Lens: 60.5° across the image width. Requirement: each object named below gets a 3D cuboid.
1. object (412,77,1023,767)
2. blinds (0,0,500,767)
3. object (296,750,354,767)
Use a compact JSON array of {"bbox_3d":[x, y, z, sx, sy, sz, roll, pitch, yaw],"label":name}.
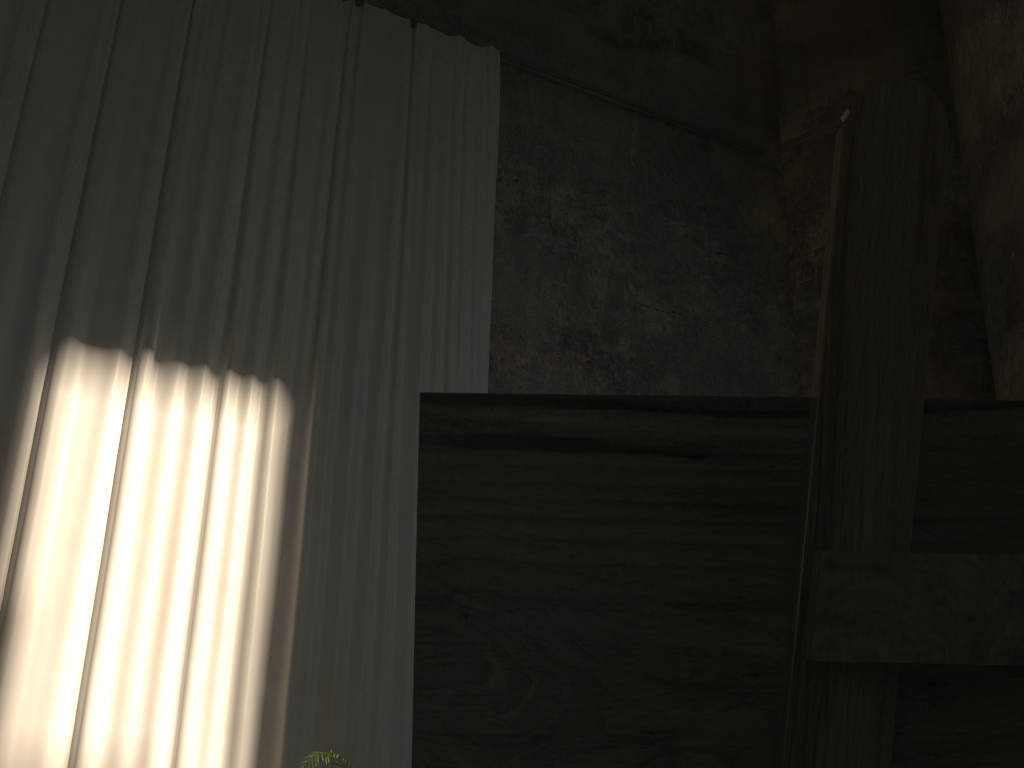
[{"bbox_3d":[0.297,0.487,0.328,0.702,2.060,0.712,1,-18,2],"label":"object"},{"bbox_3d":[-3.762,-0.357,6.640,7.884,8.305,0.283,10,-19,-22],"label":"blinds"},{"bbox_3d":[-1.041,3.281,6.043,1.144,1.398,1.122,14,-23,-31],"label":"object"}]
